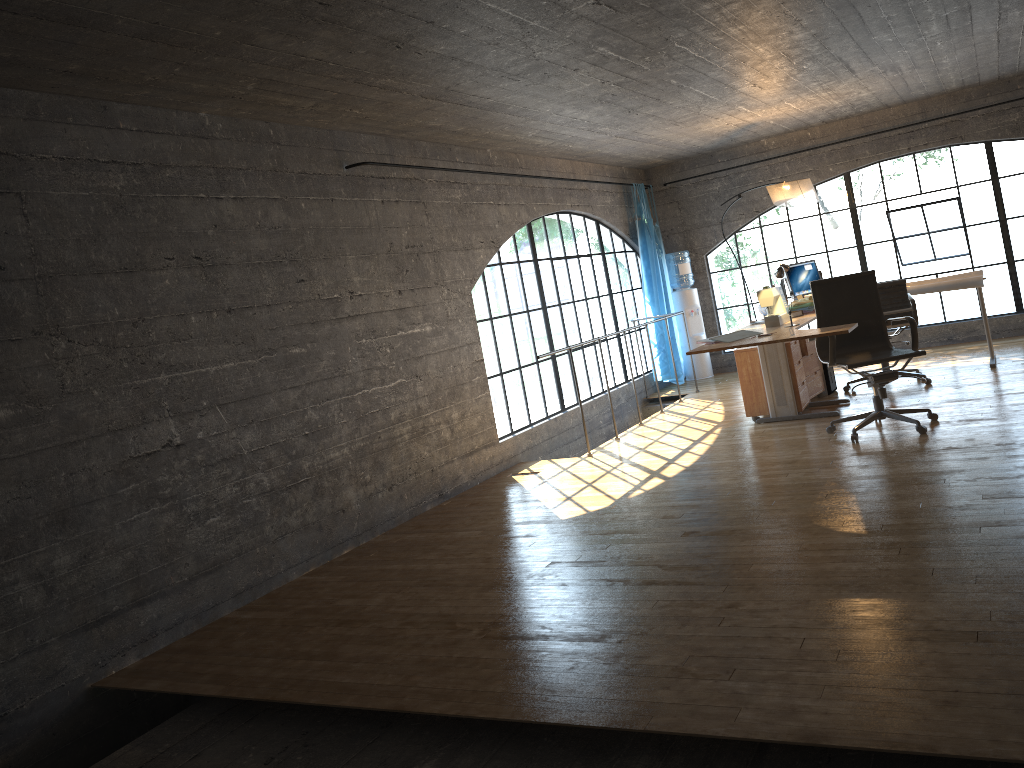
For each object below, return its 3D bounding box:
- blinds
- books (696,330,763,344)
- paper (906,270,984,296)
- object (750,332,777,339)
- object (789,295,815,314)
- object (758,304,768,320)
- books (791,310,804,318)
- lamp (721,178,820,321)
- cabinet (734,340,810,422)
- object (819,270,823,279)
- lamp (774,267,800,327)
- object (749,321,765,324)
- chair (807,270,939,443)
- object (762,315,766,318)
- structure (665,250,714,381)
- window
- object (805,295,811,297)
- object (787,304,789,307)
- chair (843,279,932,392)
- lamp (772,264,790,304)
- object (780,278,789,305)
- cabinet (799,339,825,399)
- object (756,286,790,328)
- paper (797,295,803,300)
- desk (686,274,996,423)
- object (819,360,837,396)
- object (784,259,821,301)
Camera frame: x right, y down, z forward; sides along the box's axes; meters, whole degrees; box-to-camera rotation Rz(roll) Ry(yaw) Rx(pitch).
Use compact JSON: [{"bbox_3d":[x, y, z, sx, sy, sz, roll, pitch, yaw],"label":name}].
[{"bbox_3d":[1.648,-1.123,9.856,0.260,2.284,0.953,-11,0,26],"label":"blinds"},{"bbox_3d":[1.415,-0.308,5.766,0.309,0.044,0.316,-13,5,-25],"label":"books"},{"bbox_3d":[3.587,-0.839,7.604,0.845,0.113,0.587,-8,6,30],"label":"paper"},{"bbox_3d":[1.586,-0.307,5.576,0.141,0.013,0.129,-7,6,33],"label":"object"},{"bbox_3d":[2.295,-0.619,6.926,0.253,0.130,0.255,-8,5,32],"label":"object"},{"bbox_3d":[2.045,-0.589,7.084,0.099,0.135,0.154,-11,3,-25],"label":"object"},{"bbox_3d":[2.069,-0.527,6.796,0.262,0.054,0.290,-12,5,-19],"label":"books"},{"bbox_3d":[2.381,-1.150,10.792,0.386,1.928,6.248,-10,5,-5],"label":"lamp"},{"bbox_3d":[2.025,-0.035,6.833,0.423,0.572,0.429,-10,2,27],"label":"cabinet"},{"bbox_3d":[2.870,-0.916,8.216,0.084,0.277,0.085,-10,0,32],"label":"object"},{"bbox_3d":[1.852,-0.591,5.952,0.105,0.409,0.208,-11,1,16],"label":"lamp"},{"bbox_3d":[1.898,-0.475,6.736,0.076,0.026,0.180,-13,6,-30],"label":"object"},{"bbox_3d":[2.322,-0.210,5.667,0.653,1.015,0.685,-11,1,-1],"label":"chair"},{"bbox_3d":[2.095,-0.604,7.182,0.132,0.129,0.039,-9,0,25],"label":"object"},{"bbox_3d":[2.031,-0.793,10.179,0.330,1.476,0.324,-10,0,-40],"label":"structure"},{"bbox_3d":[2.733,-1.189,8.887,6.966,1.870,3.186,-11,4,-10],"label":"window"},{"bbox_3d":[2.732,-0.801,8.195,0.143,0.032,0.153,-7,6,34],"label":"object"},{"bbox_3d":[2.324,-0.705,7.630,0.189,0.164,0.170,-10,2,15],"label":"object"},{"bbox_3d":[2.996,-0.401,7.276,0.650,0.858,0.689,-10,2,16],"label":"chair"},{"bbox_3d":[2.387,-0.857,7.806,0.207,0.409,0.105,-11,0,-3],"label":"lamp"},{"bbox_3d":[2.442,-0.811,7.927,0.085,0.277,0.084,-11,0,-17],"label":"object"},{"bbox_3d":[2.292,-0.124,7.275,0.468,0.572,0.429,-9,2,37],"label":"cabinet"},{"bbox_3d":[1.878,-0.568,6.348,0.136,0.284,0.406,-10,3,30],"label":"object"},{"bbox_3d":[2.585,-0.760,7.899,0.079,0.074,0.019,-12,1,-35],"label":"paper"},{"bbox_3d":[2.647,-0.211,6.581,1.624,0.738,3.545,-8,5,31],"label":"desk"},{"bbox_3d":[2.483,-0.105,7.558,0.477,0.411,0.202,-9,2,34],"label":"object"},{"bbox_3d":[2.659,-0.917,8.031,0.474,0.390,0.283,-13,2,-35],"label":"object"}]
